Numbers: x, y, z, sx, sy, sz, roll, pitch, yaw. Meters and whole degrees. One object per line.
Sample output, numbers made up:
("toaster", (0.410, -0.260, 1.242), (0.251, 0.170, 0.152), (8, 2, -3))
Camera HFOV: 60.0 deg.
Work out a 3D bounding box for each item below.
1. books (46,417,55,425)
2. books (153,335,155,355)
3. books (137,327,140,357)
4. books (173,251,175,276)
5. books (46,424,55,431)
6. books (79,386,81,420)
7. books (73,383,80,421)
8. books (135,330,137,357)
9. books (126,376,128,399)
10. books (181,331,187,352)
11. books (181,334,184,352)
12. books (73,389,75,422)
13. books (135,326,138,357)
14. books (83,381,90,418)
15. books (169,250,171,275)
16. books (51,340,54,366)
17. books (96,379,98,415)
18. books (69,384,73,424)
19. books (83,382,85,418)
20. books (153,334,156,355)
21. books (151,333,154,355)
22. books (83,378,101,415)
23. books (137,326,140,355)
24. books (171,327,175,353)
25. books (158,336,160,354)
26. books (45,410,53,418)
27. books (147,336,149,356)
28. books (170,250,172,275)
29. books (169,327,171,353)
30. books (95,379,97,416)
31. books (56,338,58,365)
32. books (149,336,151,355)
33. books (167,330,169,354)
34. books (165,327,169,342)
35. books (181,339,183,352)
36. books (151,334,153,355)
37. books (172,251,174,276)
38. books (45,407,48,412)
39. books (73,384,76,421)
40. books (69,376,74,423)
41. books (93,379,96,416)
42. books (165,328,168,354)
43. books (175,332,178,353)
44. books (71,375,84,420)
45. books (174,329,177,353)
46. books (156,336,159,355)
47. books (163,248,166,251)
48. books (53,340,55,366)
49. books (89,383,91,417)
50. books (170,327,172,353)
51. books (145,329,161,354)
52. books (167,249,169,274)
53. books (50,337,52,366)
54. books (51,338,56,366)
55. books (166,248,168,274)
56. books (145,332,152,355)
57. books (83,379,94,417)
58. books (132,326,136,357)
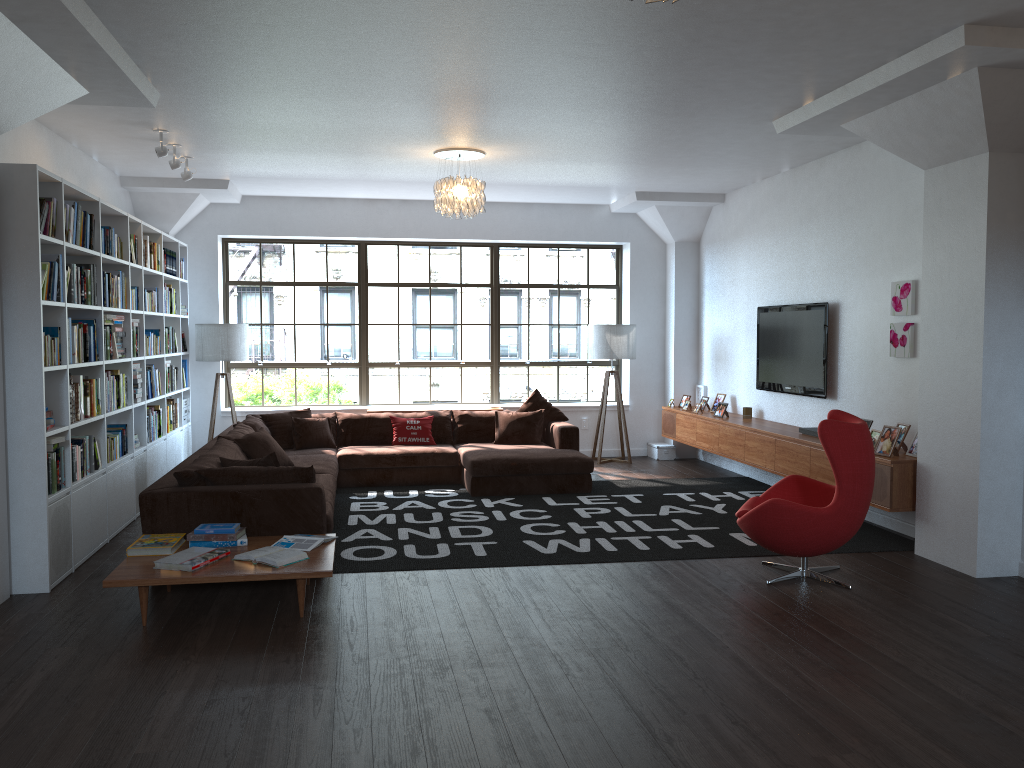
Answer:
("books", (-2.816, 0.216, 5.208), (0.197, 0.033, 0.284), (-2, 4, -35))
("books", (-3.251, -0.347, 7.901), (0.128, 0.178, 0.022), (-1, 3, -10))
("books", (-3.168, -0.347, 7.317), (0.171, 0.246, 0.036), (-1, 3, -10))
("books", (-3.437, -1.186, 8.773), (0.183, 0.253, 0.042), (-1, 3, -10))
("books", (-2.816, 0.250, 5.210), (0.197, 0.035, 0.284), (-1, 3, -20))
("books", (-2.889, 0.125, 5.752), (0.161, 0.223, 0.027), (-1, 3, -10))
("books", (-2.881, 0.116, 5.710), (0.171, 0.246, 0.057), (-1, 3, -10))
("books", (-3.139, -0.330, 7.218), (0.161, 0.223, 0.030), (-1, 3, -10))
("books", (-3.101, 0.054, 6.939), (0.168, 0.231, 0.037), (-1, 3, -11))
("books", (-3.505, -0.442, 9.266), (0.182, 0.215, 0.188), (-1, 3, -10))
("books", (-3.498, -0.434, 9.176), (0.167, 0.210, 0.162), (-1, 3, -10))
("books", (-2.853, 0.140, 5.625), (0.144, 0.207, 0.048), (-1, 3, -10))
("books", (-3.159, -0.345, 7.248), (0.183, 0.253, 0.039), (-1, 3, -10))
("books", (-2.915, 0.104, 5.916), (0.171, 0.246, 0.057), (-1, 3, -10))
("books", (-3.411, -1.176, 8.601), (0.183, 0.253, 0.042), (-1, 3, -10))
("books", (-2.775, -0.184, 5.249), (0.110, 0.153, 0.019), (-1, 3, -10))
("books", (-2.954, 0.090, 6.135), (0.160, 0.250, 0.026), (-1, 3, -10))
("books", (-2.848, 0.126, 5.526), (0.189, 0.247, 0.057), (-1, 3, -10))
("books", (-2.928, 0.110, 5.862), (0.174, 0.240, 0.045), (-1, 3, -10))
("books", (-3.268, -0.352, 7.946), (0.134, 0.184, 0.030), (-1, 3, -10))
("books", (-3.247, -0.353, 7.847), (0.136, 0.196, 0.045), (-1, 3, -10))
("books", (-2.956, 0.086, 6.164), (0.183, 0.253, 0.034), (-1, 3, -10))
("books", (-3.177, -0.351, 7.352), (0.160, 0.251, 0.036), (-1, 3, -10))
("books", (-3.413, -0.430, 8.709), (0.183, 0.253, 0.042), (-1, 3, -10))
("books", (-3.275, -0.352, 8.100), (0.107, 0.167, 0.017), (-1, 3, -10))
("books", (-2.818, 0.184, 5.200), (0.174, 0.032, 0.254), (-1, 3, -15))
("books", (-3.209, -0.328, 7.687), (0.120, 0.167, 0.019), (-1, 3, -10))
("books", (-3.414, -1.178, 8.644), (0.183, 0.253, 0.042), (-1, 3, -10))
("books", (-3.395, -0.422, 8.585), (0.160, 0.251, 0.039), (-1, 3, -10))
("books", (-2.943, 0.092, 6.062), (0.183, 0.253, 0.034), (-1, 3, -10))
("books", (-2.782, -0.192, 5.313), (0.106, 0.162, 0.032), (-1, 3, -10))
("books", (-3.211, -0.332, 7.737), (0.107, 0.167, 0.016), (-1, 3, -10))
("books", (-3.355, -0.400, 8.441), (0.161, 0.223, 0.032), (-1, 3, -10))
("books", (-3.376, -0.417, 8.473), (0.183, 0.253, 0.042), (-1, 3, -10))
("books", (-3.479, -0.436, 9.114), (0.161, 0.218, 0.101), (-1, 3, -10))
("books", (-3.238, -0.348, 7.807), (0.139, 0.191, 0.036), (-1, 3, -10))
("books", (-3.429, -1.183, 8.730), (0.183, 0.253, 0.042), (-1, 3, -10))
("books", (-2.818, 0.155, 5.203), (0.144, 0.025, 0.204), (-1, 3, -20))
("books", (-2.876, 0.121, 5.664), (0.159, 0.241, 0.038), (-1, 3, -10))
("books", (-2.839, 0.097, 5.578), (0.140, 0.298, 0.044), (-1, 3, -10))
("books", (-2.933, 0.094, 6.030), (0.183, 0.253, 0.034), (-1, 3, -10))
("books", (-3.346, -0.404, 8.365), (0.174, 0.240, 0.054), (-1, 3, -10))
("books", (-3.432, -0.415, 8.856), (0.161, 0.207, 0.135), (-1, 3, -11))
("books", (-2.898, 0.089, 5.790), (0.176, 0.290, 0.053), (-1, 3, -10))
("books", (-3.430, -0.426, 8.798), (0.174, 0.236, 0.142), (-1, 3, -11))
("books", (-3.272, -0.349, 8.048), (0.120, 0.167, 0.020), (-1, 3, -10))
("books", (-3.386, -1.166, 8.428), (0.183, 0.253, 0.042), (-1, 3, -10))
("books", (-2.779, -0.185, 5.267), (0.110, 0.153, 0.018), (-1, 3, -10))
("books", (-2.928, 0.109, 5.962), (0.168, 0.231, 0.037), (-1, 3, -10))
("books", (-3.404, -0.428, 8.623), (0.180, 0.259, 0.042), (-1, 3, -10))
("books", (-3.298, -0.386, 8.129), (0.140, 0.231, 0.042), (-1, 3, -10))
("books", (-3.396, -1.171, 8.515), (0.183, 0.253, 0.042), (-1, 3, -10))
("books", (-2.777, -0.192, 5.230), (0.109, 0.171, 0.018), (-1, 3, -10))
("books", (-2.784, -0.192, 5.286), (0.120, 0.167, 0.020), (-1, 3, -10))
("books", (-3.388, -1.169, 8.472), (0.183, 0.253, 0.042), (-1, 3, -10))
("books", (-3.235, -0.353, 7.766), (0.140, 0.206, 0.042), (-1, 3, -10))
("books", (-2.931, 0.096, 5.997), (0.183, 0.253, 0.034), (-1, 3, -10))
("books", (-3.131, -0.341, 7.146), (0.174, 0.251, 0.051), (-1, 3, -10))
